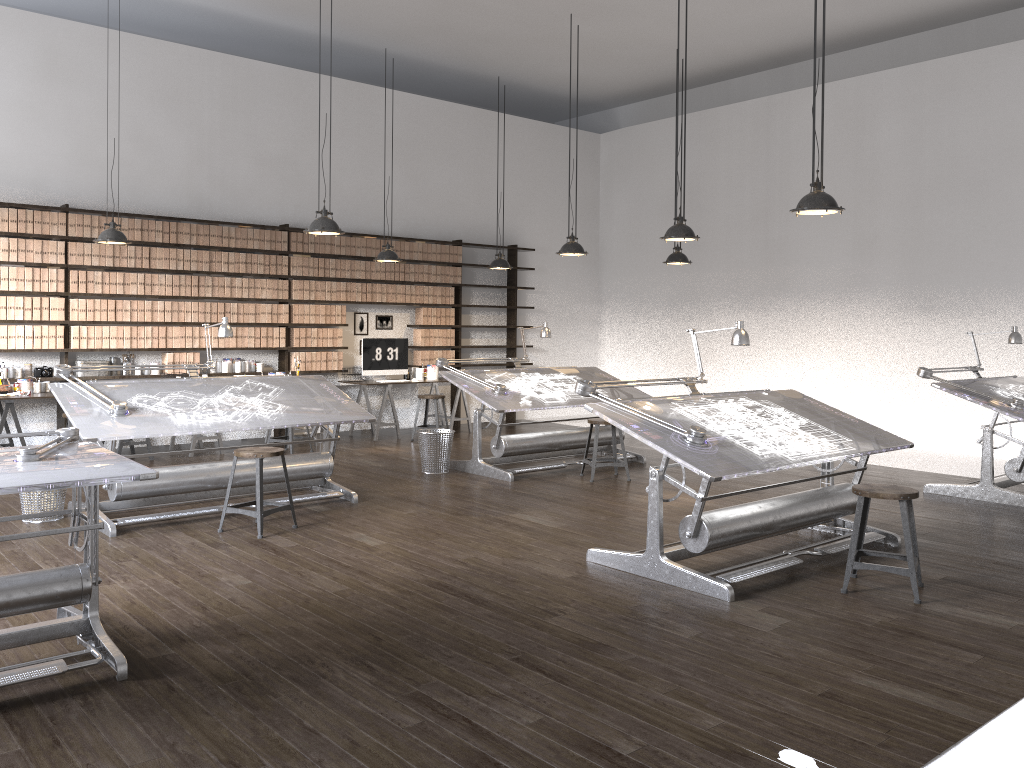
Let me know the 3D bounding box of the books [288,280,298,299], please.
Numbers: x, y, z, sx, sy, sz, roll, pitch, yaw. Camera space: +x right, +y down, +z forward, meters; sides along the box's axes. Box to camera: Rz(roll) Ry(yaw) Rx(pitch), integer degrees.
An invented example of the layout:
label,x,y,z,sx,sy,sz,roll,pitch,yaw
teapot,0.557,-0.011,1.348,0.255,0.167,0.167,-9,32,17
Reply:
label,x,y,z,sx,sy,sz,roll,pitch,yaw
books,-2.537,-1.086,10.233,0.067,0.225,0.175,0,2,-41

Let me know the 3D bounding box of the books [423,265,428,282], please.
label,x,y,z,sx,sy,sz,roll,pitch,yaw
books,-1.158,-1.416,11.399,0.067,0.225,0.175,0,2,-40

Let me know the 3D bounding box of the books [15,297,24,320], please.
label,x,y,z,sx,sy,sz,roll,pitch,yaw
books,-4.689,-0.715,8.398,0.067,0.225,0.174,0,2,-41

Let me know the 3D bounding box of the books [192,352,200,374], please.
label,x,y,z,sx,sy,sz,roll,pitch,yaw
books,-3.415,-0.227,9.504,0.067,0.225,0.175,0,2,-41

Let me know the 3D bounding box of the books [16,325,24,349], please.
label,x,y,z,sx,sy,sz,roll,pitch,yaw
books,-4.687,-0.444,8.408,0.067,0.225,0.174,0,2,-41

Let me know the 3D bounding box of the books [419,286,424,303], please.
label,x,y,z,sx,sy,sz,roll,pitch,yaw
books,-1.207,-1.145,11.369,0.067,0.225,0.175,0,2,-41

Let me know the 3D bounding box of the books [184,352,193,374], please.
label,x,y,z,sx,sy,sz,roll,pitch,yaw
books,-3.466,-0.225,9.454,0.067,0.225,0.174,0,2,-41

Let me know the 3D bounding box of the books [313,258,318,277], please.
label,x,y,z,sx,sy,sz,roll,pitch,yaw
books,-2.345,-1.363,10.395,0.067,0.225,0.175,0,2,-41

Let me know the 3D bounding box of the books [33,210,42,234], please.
label,x,y,z,sx,sy,sz,roll,pitch,yaw
books,-4.565,-1.542,8.492,0.067,0.225,0.175,0,2,-41

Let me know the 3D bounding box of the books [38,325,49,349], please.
label,x,y,z,sx,sy,sz,roll,pitch,yaw
books,-4.529,-0.452,8.543,0.067,0.225,0.175,0,2,-41

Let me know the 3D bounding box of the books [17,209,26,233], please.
label,x,y,z,sx,sy,sz,roll,pitch,yaw
books,-4.667,-1.537,8.398,0.067,0.225,0.175,0,2,-40

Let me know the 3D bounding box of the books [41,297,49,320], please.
label,x,y,z,sx,sy,sz,roll,pitch,yaw
books,-4.525,-0.722,8.545,0.067,0.225,0.175,0,2,-41

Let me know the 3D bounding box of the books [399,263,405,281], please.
label,x,y,z,sx,sy,sz,roll,pitch,yaw
books,-1.429,-1.404,11.169,0.067,0.225,0.175,0,2,-41

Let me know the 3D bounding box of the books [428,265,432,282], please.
label,x,y,z,sx,sy,sz,roll,pitch,yaw
books,-1.111,-1.418,11.446,0.067,0.225,0.175,0,2,-41

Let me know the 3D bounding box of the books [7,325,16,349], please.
label,x,y,z,sx,sy,sz,roll,pitch,yaw
books,-4.743,-0.442,8.365,0.067,0.225,0.174,0,2,-40

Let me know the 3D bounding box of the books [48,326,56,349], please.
label,x,y,z,sx,sy,sz,roll,pitch,yaw
books,-4.481,-0.454,8.588,0.067,0.225,0.175,0,2,-40

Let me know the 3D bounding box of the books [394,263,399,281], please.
label,x,y,z,sx,sy,sz,roll,pitch,yaw
books,-1.489,-1.401,11.125,0.067,0.225,0.175,0,2,-40

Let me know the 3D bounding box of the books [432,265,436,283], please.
label,x,y,z,sx,sy,sz,roll,pitch,yaw
books,-1.062,-1.420,11.485,0.067,0.225,0.175,0,2,-41

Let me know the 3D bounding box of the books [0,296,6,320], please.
label,x,y,z,sx,sy,sz,roll,pitch,yaw
books,-4.800,-0.710,8.310,0.067,0.225,0.175,0,2,-40

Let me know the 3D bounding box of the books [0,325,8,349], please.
label,x,y,z,sx,sy,sz,roll,pitch,yaw
books,-4.794,-0.440,8.319,0.067,0.225,0.175,0,2,-40

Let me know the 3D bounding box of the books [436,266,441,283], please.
label,x,y,z,sx,sy,sz,roll,pitch,yaw
books,-1.005,-1.423,11.531,0.067,0.225,0.175,0,2,-40

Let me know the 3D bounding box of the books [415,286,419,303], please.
label,x,y,z,sx,sy,sz,roll,pitch,yaw
books,-1.262,-1.143,11.325,0.067,0.225,0.174,0,2,-41

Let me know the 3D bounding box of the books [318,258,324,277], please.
label,x,y,z,sx,sy,sz,roll,pitch,yaw
books,-2.285,-1.366,10.438,0.067,0.225,0.175,0,2,-40

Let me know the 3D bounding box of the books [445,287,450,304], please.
label,x,y,z,sx,sy,sz,roll,pitch,yaw
books,-0.895,-1.159,11.637,0.067,0.225,0.174,0,2,-41

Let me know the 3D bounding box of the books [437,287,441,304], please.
label,x,y,z,sx,sy,sz,roll,pitch,yaw
books,-0.997,-1.154,11.542,0.067,0.225,0.175,0,2,-40

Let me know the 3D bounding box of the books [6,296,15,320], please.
label,x,y,z,sx,sy,sz,roll,pitch,yaw
books,-4.746,-0.712,8.356,0.067,0.225,0.174,0,2,-40

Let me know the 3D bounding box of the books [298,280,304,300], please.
label,x,y,z,sx,sy,sz,roll,pitch,yaw
books,-2.486,-1.088,10.270,0.067,0.225,0.175,0,2,-40

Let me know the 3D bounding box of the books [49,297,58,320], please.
label,x,y,z,sx,sy,sz,roll,pitch,yaw
books,-4.466,-0.725,8.592,0.067,0.225,0.175,0,2,-40

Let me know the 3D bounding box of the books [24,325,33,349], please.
label,x,y,z,sx,sy,sz,roll,pitch,yaw
books,-4.630,-0.447,8.452,0.067,0.225,0.175,0,2,-41

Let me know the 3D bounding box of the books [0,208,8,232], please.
label,x,y,z,sx,sy,sz,roll,pitch,yaw
books,-4.779,-1.532,8.307,0.067,0.225,0.174,0,2,-41

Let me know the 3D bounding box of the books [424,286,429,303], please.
label,x,y,z,sx,sy,sz,roll,pitch,yaw
books,-1.151,-1.148,11.412,0.067,0.225,0.175,0,2,-40

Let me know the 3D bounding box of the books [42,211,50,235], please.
label,x,y,z,sx,sy,sz,roll,pitch,yaw
books,-4.513,-1.544,8.538,0.067,0.225,0.174,0,2,-41

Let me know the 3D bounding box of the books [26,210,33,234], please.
label,x,y,z,sx,sy,sz,roll,pitch,yaw
books,-4.621,-1.539,8.442,0.067,0.225,0.175,0,2,-41

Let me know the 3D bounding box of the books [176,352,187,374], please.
label,x,y,z,sx,sy,sz,roll,pitch,yaw
books,-3.522,-0.223,9.411,0.067,0.225,0.174,0,2,-40

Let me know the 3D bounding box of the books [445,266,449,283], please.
label,x,y,z,sx,sy,sz,roll,pitch,yaw
books,-0.903,-1.428,11.626,0.067,0.225,0.174,0,2,-41

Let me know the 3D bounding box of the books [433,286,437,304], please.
label,x,y,z,sx,sy,sz,roll,pitch,yaw
books,-1.051,-1.152,11.503,0.067,0.225,0.175,0,2,-41

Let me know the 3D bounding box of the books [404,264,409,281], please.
label,x,y,z,sx,sy,sz,roll,pitch,yaw
books,-1.376,-1.407,11.222,0.067,0.225,0.175,0,2,-40

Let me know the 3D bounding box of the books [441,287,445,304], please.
label,x,y,z,sx,sy,sz,roll,pitch,yaw
books,-0.949,-1.157,11.591,0.067,0.225,0.175,0,2,-41

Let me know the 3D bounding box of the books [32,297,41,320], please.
label,x,y,z,sx,sy,sz,roll,pitch,yaw
books,-4.578,-0.719,8.493,0.067,0.225,0.175,0,2,-40

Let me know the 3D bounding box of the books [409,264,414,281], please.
label,x,y,z,sx,sy,sz,roll,pitch,yaw
books,-1.319,-1.409,11.264,0.067,0.225,0.174,0,2,-40

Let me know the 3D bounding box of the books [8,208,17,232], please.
label,x,y,z,sx,sy,sz,roll,pitch,yaw
books,-4.722,-1.534,8.351,0.067,0.225,0.175,0,2,-41

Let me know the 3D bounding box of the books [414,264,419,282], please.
label,x,y,z,sx,sy,sz,roll,pitch,yaw
books,-1.267,-1.411,11.314,0.067,0.225,0.174,0,2,-41

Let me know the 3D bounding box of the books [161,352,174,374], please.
label,x,y,z,sx,sy,sz,roll,pitch,yaw
books,-3.624,-0.218,9.317,0.067,0.225,0.175,0,2,-41

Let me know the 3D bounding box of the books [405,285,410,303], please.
label,x,y,z,sx,sy,sz,roll,pitch,yaw
books,-1.365,-1.138,11.228,0.067,0.225,0.175,0,2,-40

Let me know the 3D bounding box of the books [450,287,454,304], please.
label,x,y,z,sx,sy,sz,roll,pitch,yaw
books,-0.839,-1.161,11.679,0.067,0.225,0.174,0,2,-40

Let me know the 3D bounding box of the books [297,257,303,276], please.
label,x,y,z,sx,sy,sz,roll,pitch,yaw
books,-2.493,-1.356,10.259,0.067,0.225,0.175,0,2,-40

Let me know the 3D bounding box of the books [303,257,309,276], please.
label,x,y,z,sx,sy,sz,roll,pitch,yaw
books,-2.438,-1.359,10.306,0.067,0.225,0.175,0,2,-41

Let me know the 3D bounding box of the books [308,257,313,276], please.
label,x,y,z,sx,sy,sz,roll,pitch,yaw
books,-2.393,-1.361,10.350,0.067,0.225,0.175,0,2,-40

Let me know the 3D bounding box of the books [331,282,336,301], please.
label,x,y,z,sx,sy,sz,roll,pitch,yaw
books,-2.164,-1.103,10.550,0.067,0.225,0.175,0,2,-40

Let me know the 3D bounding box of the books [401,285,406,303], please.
label,x,y,z,sx,sy,sz,roll,pitch,yaw
books,-1.420,-1.135,11.181,0.067,0.225,0.175,0,2,-41

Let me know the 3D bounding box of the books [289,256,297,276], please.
label,x,y,z,sx,sy,sz,roll,pitch,yaw
books,-2.551,-1.354,10.214,0.067,0.225,0.174,0,2,-40

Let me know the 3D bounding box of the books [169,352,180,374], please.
label,x,y,z,sx,sy,sz,roll,pitch,yaw
books,-3.576,-0.220,9.365,0.067,0.225,0.175,0,2,-40

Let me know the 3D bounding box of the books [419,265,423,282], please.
label,x,y,z,sx,sy,sz,roll,pitch,yaw
books,-1.213,-1.414,11.360,0.067,0.225,0.175,0,2,-41

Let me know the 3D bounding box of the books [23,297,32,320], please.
label,x,y,z,sx,sy,sz,roll,pitch,yaw
books,-4.638,-0.717,8.448,0.067,0.225,0.175,0,2,-41

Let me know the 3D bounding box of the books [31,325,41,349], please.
label,x,y,z,sx,sy,sz,roll,pitch,yaw
books,-4.575,-0.449,8.499,0.067,0.225,0.175,0,2,-40

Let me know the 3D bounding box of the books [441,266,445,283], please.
label,x,y,z,sx,sy,sz,roll,pitch,yaw
books,-0.954,-1.425,11.580,0.067,0.225,0.175,0,2,-41

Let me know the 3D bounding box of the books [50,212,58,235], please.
label,x,y,z,sx,sy,sz,roll,pitch,yaw
books,-4.458,-1.546,8.581,0.067,0.225,0.174,0,2,-40
